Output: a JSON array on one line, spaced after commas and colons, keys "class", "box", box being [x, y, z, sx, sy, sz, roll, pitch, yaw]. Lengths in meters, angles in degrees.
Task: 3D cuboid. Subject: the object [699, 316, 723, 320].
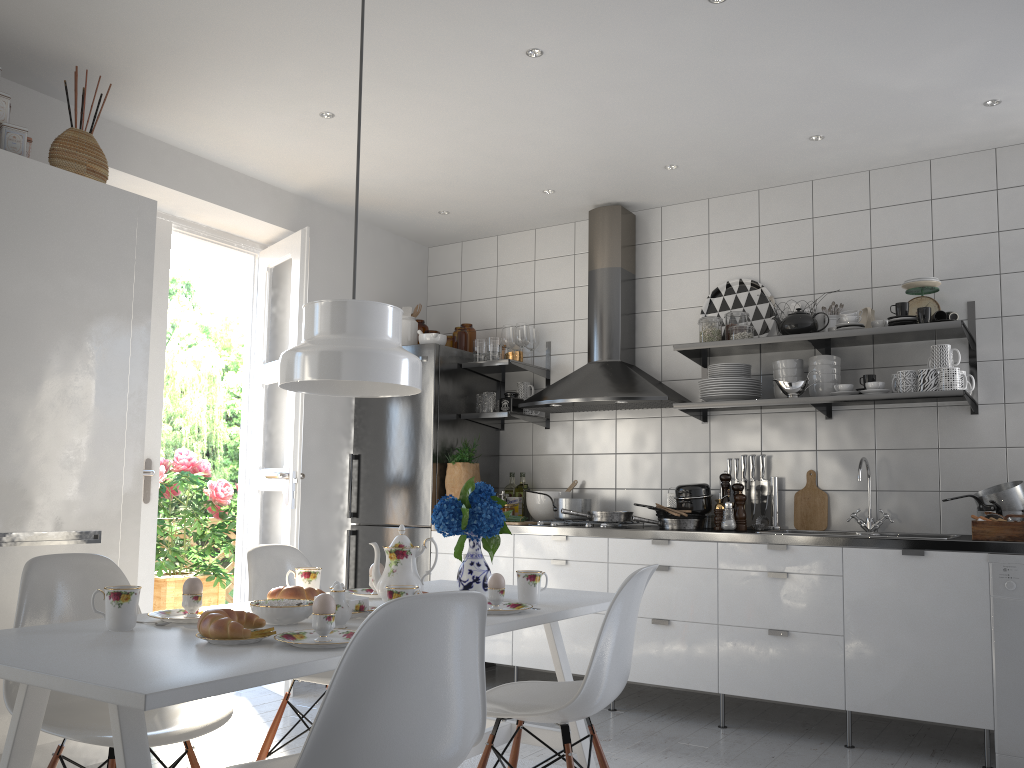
[{"class": "object", "box": [1.003, -0.248, 4.476, 0.121, 0.170, 0.121, 5, -7, -38]}]

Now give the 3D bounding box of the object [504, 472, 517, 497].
[{"class": "object", "box": [-0.001, 0.649, 5.094, 0.066, 0.281, 0.066, -2, -6, 27]}]

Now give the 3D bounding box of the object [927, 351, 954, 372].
[{"class": "object", "box": [1.867, -0.094, 3.849, 0.083, 0.100, 0.109, 1, -6, 2]}]

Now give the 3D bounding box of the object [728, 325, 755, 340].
[{"class": "object", "box": [1.094, -0.234, 4.223, 0.121, 0.079, 0.122, -1, -7, 18]}]

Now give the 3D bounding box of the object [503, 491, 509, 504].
[{"class": "object", "box": [-0.048, 0.697, 5.041, 0.059, 0.172, 0.059, 2, -5, -8]}]

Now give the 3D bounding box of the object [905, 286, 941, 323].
[{"class": "object", "box": [1.837, -0.321, 3.966, 0.159, 0.208, 0.186, -3, -7, 32]}]

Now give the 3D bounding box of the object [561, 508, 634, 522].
[{"class": "object", "box": [0.431, 0.654, 4.429, 0.351, 0.060, 0.233, -1, -7, 11]}]

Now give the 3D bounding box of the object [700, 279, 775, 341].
[{"class": "object", "box": [1.155, -0.348, 4.543, 0.395, 0.392, 0.053, -3, -7, 33]}]

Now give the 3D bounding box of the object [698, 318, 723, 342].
[{"class": "object", "box": [0.966, -0.249, 4.317, 0.121, 0.130, 0.122, -1, -7, 18]}]

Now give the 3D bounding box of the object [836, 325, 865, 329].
[{"class": "object", "box": [1.509, -0.243, 3.948, 0.121, 0.021, 0.121, -5, -9, 37]}]

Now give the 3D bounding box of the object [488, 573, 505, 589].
[{"class": "object", "box": [-0.042, 0.547, 2.418, 0.048, 0.062, 0.048, -4, -7, 36]}]

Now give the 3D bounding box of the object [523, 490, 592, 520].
[{"class": "object", "box": [0.251, 0.637, 4.675, 0.348, 0.153, 0.201, 3, -7, -18]}]

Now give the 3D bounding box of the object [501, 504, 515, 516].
[{"class": "object", "box": [-0.023, 0.716, 4.912, 0.078, 0.101, 0.078, 1, -6, -1]}]

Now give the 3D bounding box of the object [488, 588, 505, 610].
[{"class": "object", "box": [-0.043, 0.585, 2.414, 0.048, 0.057, 0.048, 3, -6, -17]}]

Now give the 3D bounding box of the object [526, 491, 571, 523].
[{"class": "object", "box": [0.201, 0.682, 4.892, 0.247, 0.174, 0.248, 3, -7, -17]}]

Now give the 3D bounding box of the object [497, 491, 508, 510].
[{"class": "object", "box": [-0.056, 0.688, 4.976, 0.059, 0.172, 0.059, 2, -5, -8]}]

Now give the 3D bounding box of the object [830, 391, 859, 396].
[{"class": "object", "box": [1.473, 0.050, 3.928, 0.121, 0.021, 0.121, -3, -8, 30]}]

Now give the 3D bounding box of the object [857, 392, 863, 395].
[{"class": "object", "box": [1.615, 0.051, 3.995, 0.121, 0.021, 0.121, 4, -8, -23]}]

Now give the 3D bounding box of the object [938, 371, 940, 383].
[{"class": "object", "box": [1.801, 0.002, 3.820, 0.083, 0.100, 0.109, 1, -6, 2]}]

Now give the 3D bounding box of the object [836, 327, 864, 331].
[{"class": "object", "box": [1.509, -0.234, 3.947, 0.121, 0.021, 0.121, -5, -9, 37]}]

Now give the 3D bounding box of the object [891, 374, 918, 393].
[{"class": "object", "box": [1.710, 0.007, 3.870, 0.083, 0.100, 0.109, 3, -7, -23]}]

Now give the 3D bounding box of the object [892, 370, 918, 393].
[{"class": "object", "box": [1.689, -0.002, 3.801, 0.083, 0.100, 0.109, 1, -6, 2]}]

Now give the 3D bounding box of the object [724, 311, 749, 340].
[{"class": "object", "box": [1.104, -0.263, 4.352, 0.121, 0.170, 0.121, 5, -7, -38]}]

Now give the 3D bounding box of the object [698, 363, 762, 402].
[{"class": "object", "box": [1.060, 0.007, 4.313, 0.306, 0.194, 0.302, -4, -8, 37]}]

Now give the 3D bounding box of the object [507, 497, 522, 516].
[{"class": "object", "box": [0.015, 0.710, 5.012, 0.077, 0.140, 0.044, -3, -6, 32]}]

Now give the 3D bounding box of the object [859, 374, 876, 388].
[{"class": "object", "box": [1.614, -0.001, 4.008, 0.055, 0.078, 0.071, 2, -6, -7]}]

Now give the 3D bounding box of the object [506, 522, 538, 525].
[{"class": "object", "box": [-0.043, 0.729, 4.654, 0.330, 0.012, 0.221, -4, -9, 32]}]

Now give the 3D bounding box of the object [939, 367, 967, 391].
[{"class": "object", "box": [1.837, -0.015, 3.688, 0.108, 0.100, 0.083, -2, -7, 22]}]

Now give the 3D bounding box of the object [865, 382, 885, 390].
[{"class": "object", "box": [1.572, 0.019, 3.837, 0.079, 0.047, 0.083, -6, -10, 45]}]

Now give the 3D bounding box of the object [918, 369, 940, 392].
[{"class": "object", "box": [1.767, -0.010, 3.732, 0.108, 0.100, 0.083, -2, -7, 22]}]

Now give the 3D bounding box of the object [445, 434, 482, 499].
[{"class": "object", "box": [-0.262, 0.509, 4.828, 0.174, 0.507, 0.283, -1, -6, 20]}]

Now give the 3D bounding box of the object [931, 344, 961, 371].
[{"class": "object", "box": [1.809, -0.112, 3.713, 0.083, 0.100, 0.109, 3, -7, -23]}]

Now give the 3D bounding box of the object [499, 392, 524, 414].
[{"class": "object", "box": [-0.003, 0.107, 4.933, 0.100, 0.122, 0.100, -5, -8, 42]}]

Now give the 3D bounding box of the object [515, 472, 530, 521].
[{"class": "object", "box": [0.065, 0.644, 5.046, 0.089, 0.281, 0.082, -3, -6, 32]}]

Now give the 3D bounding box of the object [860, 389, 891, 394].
[{"class": "object", "box": [1.573, 0.039, 3.836, 0.121, 0.021, 0.121, -5, -9, 37]}]

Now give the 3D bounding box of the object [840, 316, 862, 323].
[{"class": "object", "box": [1.507, -0.274, 3.951, 0.079, 0.049, 0.082, 0, -7, 5]}]

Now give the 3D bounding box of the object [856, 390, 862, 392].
[{"class": "object", "box": [1.616, 0.042, 3.995, 0.121, 0.023, 0.121, 0, -7, 4]}]

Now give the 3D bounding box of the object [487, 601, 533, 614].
[{"class": "object", "box": [-0.043, 0.611, 2.411, 0.201, 0.016, 0.201, -5, -9, 37]}]

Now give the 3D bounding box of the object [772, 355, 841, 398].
[{"class": "object", "box": [1.391, -0.015, 4.188, 0.310, 0.216, 0.150, -3, -7, 30]}]

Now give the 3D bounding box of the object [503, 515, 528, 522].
[{"class": "object", "box": [-0.048, 0.705, 4.657, 0.142, 0.053, 0.276, 7, -10, -41]}]

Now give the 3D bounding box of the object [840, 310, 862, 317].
[{"class": "object", "box": [1.508, -0.302, 3.953, 0.078, 0.067, 0.083, 7, -9, -42]}]

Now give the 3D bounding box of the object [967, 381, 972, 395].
[{"class": "object", "box": [1.981, 0.019, 3.929, 0.108, 0.100, 0.083, -2, -7, 22]}]

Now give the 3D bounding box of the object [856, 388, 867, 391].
[{"class": "object", "box": [1.615, 0.033, 3.999, 0.121, 0.023, 0.121, -1, -7, 13]}]

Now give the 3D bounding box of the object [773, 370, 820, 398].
[{"class": "object", "box": [1.302, 0.008, 4.057, 0.210, 0.134, 0.102, -1, -6, 15]}]

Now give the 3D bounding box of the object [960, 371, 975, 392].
[{"class": "object", "box": [1.906, -0.002, 3.775, 0.108, 0.100, 0.083, -1, -6, 18]}]

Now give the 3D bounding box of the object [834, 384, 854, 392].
[{"class": "object", "box": [1.473, 0.029, 3.929, 0.079, 0.047, 0.083, -2, -8, 25]}]

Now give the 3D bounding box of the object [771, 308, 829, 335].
[{"class": "object", "box": [1.328, -0.279, 4.088, 0.178, 0.142, 0.201, 3, -7, -16]}]

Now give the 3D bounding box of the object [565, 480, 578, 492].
[{"class": "object", "box": [0.258, 0.644, 4.894, 0.221, 0.231, 0.081, 2, -5, -7]}]
